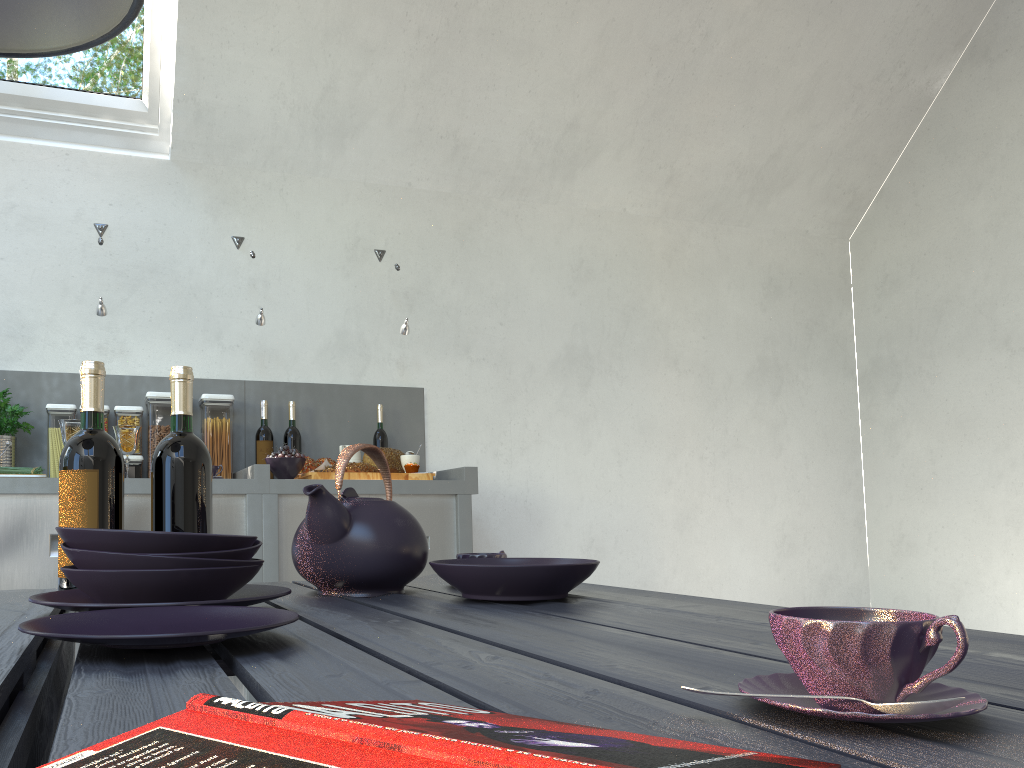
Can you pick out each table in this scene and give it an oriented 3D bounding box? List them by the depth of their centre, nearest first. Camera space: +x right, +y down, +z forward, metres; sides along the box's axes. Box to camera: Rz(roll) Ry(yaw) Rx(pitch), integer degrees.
[{"bbox_3d":[-0.396,0.622,0.755,1.540,0.791,1.581,2,-9,-22],"label":"table"}]

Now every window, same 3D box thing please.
[{"bbox_3d":[-1.497,-1.723,2.882,0.798,1.379,1.552,1,-7,-23],"label":"window"}]

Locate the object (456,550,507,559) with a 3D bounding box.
[{"bbox_3d":[-0.049,0.298,1.412,0.110,0.056,0.123,4,-9,-29],"label":"object"}]

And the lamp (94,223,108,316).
[{"bbox_3d":[-1.524,-0.435,3.237,0.057,0.434,0.349,1,-6,-24],"label":"lamp"}]

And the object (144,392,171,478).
[{"bbox_3d":[-1.314,0.216,3.348,0.168,0.352,0.134,1,-5,-22],"label":"object"}]

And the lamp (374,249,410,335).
[{"bbox_3d":[-0.492,-0.389,3.596,0.057,0.434,0.349,1,-6,-24],"label":"lamp"}]

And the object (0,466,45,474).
[{"bbox_3d":[-1.668,0.278,2.831,0.274,0.053,0.144,0,-8,-4],"label":"object"}]

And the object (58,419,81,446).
[{"bbox_3d":[-1.430,0.215,2.853,0.104,0.190,0.094,-4,-6,27],"label":"object"}]

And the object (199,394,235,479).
[{"bbox_3d":[-1.151,0.224,3.408,0.123,0.352,0.134,1,-5,-23],"label":"object"}]

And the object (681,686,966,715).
[{"bbox_3d":[0.153,0.158,0.433,0.134,0.013,0.027,-2,-8,7],"label":"object"}]

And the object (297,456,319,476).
[{"bbox_3d":[-0.774,0.304,3.246,0.124,0.076,0.114,-4,-8,21],"label":"object"}]

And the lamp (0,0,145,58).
[{"bbox_3d":[-0.639,-1.009,0.994,0.414,1.089,0.451,1,-5,-22],"label":"lamp"}]

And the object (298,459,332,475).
[{"bbox_3d":[-0.740,0.313,3.268,0.196,0.059,0.203,0,-9,-2],"label":"object"}]

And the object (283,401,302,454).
[{"bbox_3d":[-0.880,0.242,3.508,0.070,0.342,0.075,0,-5,-19],"label":"object"}]

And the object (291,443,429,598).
[{"bbox_3d":[-0.233,0.206,1.343,0.204,0.231,0.228,1,-7,-20],"label":"object"}]

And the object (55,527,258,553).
[{"bbox_3d":[-0.415,0.196,1.030,0.220,0.058,0.240,3,-9,-22],"label":"object"}]

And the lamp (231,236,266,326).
[{"bbox_3d":[-1.018,-0.412,3.417,0.056,0.432,0.360,2,-7,-33],"label":"lamp"}]

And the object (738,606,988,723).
[{"bbox_3d":[0.181,0.146,0.462,0.113,0.056,0.120,1,-8,-15],"label":"object"}]

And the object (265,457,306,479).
[{"bbox_3d":[-0.799,0.303,3.089,0.154,0.078,0.140,-5,-9,26],"label":"object"}]

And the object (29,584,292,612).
[{"bbox_3d":[-0.408,0.257,1.029,0.303,0.024,0.291,-2,-9,9],"label":"object"}]

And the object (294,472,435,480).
[{"bbox_3d":[-0.560,0.354,3.262,0.452,0.028,0.323,3,-10,-21],"label":"object"}]

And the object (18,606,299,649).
[{"bbox_3d":[-0.303,0.214,0.763,0.227,0.019,0.244,2,-9,-17],"label":"object"}]

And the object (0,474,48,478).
[{"bbox_3d":[-1.649,0.303,2.837,0.251,0.012,0.190,3,-10,-24],"label":"object"}]

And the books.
[{"bbox_3d":[-0.042,0.139,0.312,0.237,0.030,0.288,-7,-11,35],"label":"books"}]

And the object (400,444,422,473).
[{"bbox_3d":[-0.386,0.285,3.314,0.076,0.120,0.070,-3,-6,23],"label":"object"}]

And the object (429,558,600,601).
[{"bbox_3d":[0.003,0.263,1.182,0.239,0.047,0.222,-4,-9,18],"label":"object"}]

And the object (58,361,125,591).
[{"bbox_3d":[-0.617,0.138,1.285,0.095,0.342,0.088,-2,-5,16],"label":"object"}]

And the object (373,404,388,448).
[{"bbox_3d":[-0.544,0.257,3.625,0.060,0.342,0.065,0,-5,-19],"label":"object"}]

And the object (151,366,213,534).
[{"bbox_3d":[-0.504,0.145,1.335,0.094,0.342,0.089,-2,-5,11],"label":"object"}]

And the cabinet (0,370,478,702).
[{"bbox_3d":[-1.533,0.648,3.005,2.744,1.467,0.594,2,-6,-19],"label":"cabinet"}]

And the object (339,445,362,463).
[{"bbox_3d":[-0.618,0.297,3.367,0.081,0.119,0.090,-1,-6,-1],"label":"object"}]

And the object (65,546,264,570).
[{"bbox_3d":[-0.407,0.221,1.029,0.221,0.062,0.239,2,-9,-17],"label":"object"}]

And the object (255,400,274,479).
[{"bbox_3d":[-0.983,0.237,3.472,0.069,0.342,0.077,1,-5,-29],"label":"object"}]

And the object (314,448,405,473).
[{"bbox_3d":[-0.555,0.288,3.283,0.135,0.111,0.429,-6,-10,37],"label":"object"}]

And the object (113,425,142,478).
[{"bbox_3d":[-1.337,0.243,3.040,0.093,0.190,0.104,2,-6,-34],"label":"object"}]

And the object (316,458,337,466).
[{"bbox_3d":[-0.713,0.319,3.340,0.124,0.076,0.114,-4,-8,21],"label":"object"}]

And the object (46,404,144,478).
[{"bbox_3d":[-1.546,0.231,3.247,0.328,0.292,0.111,2,-5,-20],"label":"object"}]

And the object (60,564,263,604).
[{"bbox_3d":[-0.408,0.236,1.028,0.239,0.047,0.222,-4,-9,18],"label":"object"}]

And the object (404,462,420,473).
[{"bbox_3d":[-0.372,0.313,3.250,0.056,0.046,0.063,5,-9,-37],"label":"object"}]

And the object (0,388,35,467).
[{"bbox_3d":[-1.827,0.179,3.068,0.261,0.339,0.239,-3,-6,21],"label":"object"}]

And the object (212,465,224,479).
[{"bbox_3d":[-1.053,0.308,3.018,0.115,0.056,0.118,0,-8,-7],"label":"object"}]

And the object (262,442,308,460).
[{"bbox_3d":[-0.801,0.254,3.093,0.151,0.094,0.151,5,-9,-36],"label":"object"}]

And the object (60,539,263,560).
[{"bbox_3d":[-0.411,0.209,1.033,0.222,0.062,0.238,2,-9,-17],"label":"object"}]
